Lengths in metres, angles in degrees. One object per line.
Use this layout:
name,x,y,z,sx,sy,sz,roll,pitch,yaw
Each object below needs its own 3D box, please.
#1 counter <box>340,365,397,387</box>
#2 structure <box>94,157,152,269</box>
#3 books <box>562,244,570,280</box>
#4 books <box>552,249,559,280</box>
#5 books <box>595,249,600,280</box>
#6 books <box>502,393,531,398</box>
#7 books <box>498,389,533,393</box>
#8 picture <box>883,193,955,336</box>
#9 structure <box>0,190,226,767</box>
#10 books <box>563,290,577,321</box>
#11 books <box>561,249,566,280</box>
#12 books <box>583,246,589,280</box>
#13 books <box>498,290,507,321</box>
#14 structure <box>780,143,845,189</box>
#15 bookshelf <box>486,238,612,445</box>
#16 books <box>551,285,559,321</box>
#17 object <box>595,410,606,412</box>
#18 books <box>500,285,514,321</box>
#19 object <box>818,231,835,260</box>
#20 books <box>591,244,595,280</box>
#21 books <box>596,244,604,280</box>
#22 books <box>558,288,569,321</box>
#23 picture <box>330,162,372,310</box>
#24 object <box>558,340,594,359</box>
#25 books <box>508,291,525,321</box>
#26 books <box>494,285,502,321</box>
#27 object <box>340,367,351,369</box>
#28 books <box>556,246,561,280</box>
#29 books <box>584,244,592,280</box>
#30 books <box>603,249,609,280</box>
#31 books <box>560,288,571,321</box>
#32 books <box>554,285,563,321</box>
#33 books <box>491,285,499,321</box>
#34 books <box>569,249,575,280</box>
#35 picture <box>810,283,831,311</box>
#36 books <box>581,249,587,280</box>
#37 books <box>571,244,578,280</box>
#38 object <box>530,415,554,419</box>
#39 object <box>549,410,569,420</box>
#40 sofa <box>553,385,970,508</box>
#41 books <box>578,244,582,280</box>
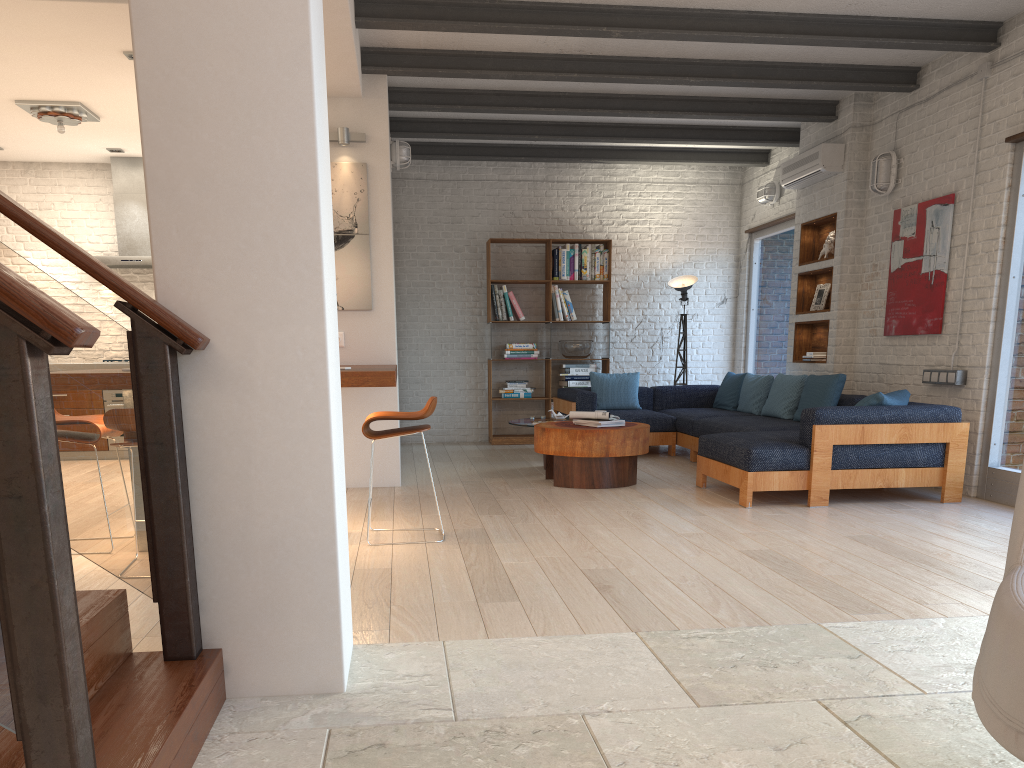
counter,-1.535,0.373,5.297,1.685,0.943,2.439,-1,3,-7
structure,-3.611,-1.628,8.322,0.985,1.021,0.443,-1,10,-7
books,0.588,-1.319,9.529,0.036,0.394,0.237,-2,9,-7
books,0.463,-1.290,9.534,0.055,0.339,0.247,-2,9,-7
books,0.915,-1.295,9.574,0.055,0.339,0.247,-2,9,-7
books,0.055,0.124,9.765,0.326,0.057,0.249,0,3,3
books,0.033,0.077,9.761,0.379,0.037,0.239,-1,2,-7
picture,3.032,-0.856,6.530,0.019,0.986,0.723,-2,9,-7
structure,-1.367,-1.183,2.675,10.148,4.247,13.540,-1,3,-7
books,0.616,-0.859,9.629,0.158,0.338,0.247,-2,9,-7
books,0.542,-1.290,9.526,0.055,0.339,0.247,-2,9,-7
books,0.802,-1.308,9.562,0.021,0.369,0.264,-2,9,-7
books,-0.116,-0.856,9.571,0.102,0.343,0.247,-2,9,-7
structure,2.605,-1.889,7.611,0.200,0.224,0.796,-1,3,-7
bookshelf,0.401,-0.441,9.677,1.317,2.265,0.353,-1,12,-7
books,0.454,-0.884,9.623,0.101,0.394,0.237,-2,9,-7
object,0.744,0.280,7.329,0.108,0.111,0.105,1,7,9
books,-0.057,-0.879,9.542,0.121,0.392,0.237,-2,9,-7
object,2.806,-1.224,7.725,0.112,0.249,0.210,0,8,1
books,0.868,-1.322,9.568,0.036,0.394,0.237,-2,9,-7
books,0.961,-1.323,9.579,0.036,0.394,0.237,-2,9,-7
books,0.546,-0.868,9.624,0.124,0.358,0.264,-2,9,-7
picture,-1.350,-1.050,6.241,0.655,1.044,0.019,-1,12,-7
object,0.718,-0.383,9.762,0.400,0.207,0.394,3,5,34
books,0.032,-0.850,9.583,0.195,0.327,0.247,-2,8,-7
books,-0.165,-0.881,9.541,0.091,0.395,0.237,-2,9,-7
object,-1.047,-0.091,4.535,0.395,0.036,0.193,0,2,-3
books,0.502,-1.305,9.535,0.021,0.369,0.264,-2,9,-7
books,0.829,-1.322,9.576,0.036,0.394,0.237,-2,9,-7
books,1.008,-1.296,9.607,0.055,0.339,0.247,-2,9,-7
books,0.566,-0.868,9.636,0.124,0.358,0.264,-2,9,-7
books,0.494,-0.883,9.604,0.103,0.394,0.237,-2,9,-7
books,-0.201,-0.879,9.529,0.091,0.395,0.237,-2,9,-7
books,0.633,-1.292,9.555,0.055,0.339,0.247,-2,9,-7
picture,2.811,-0.785,7.915,0.102,0.251,0.188,-3,9,-16
books,0.766,-1.293,9.546,0.055,0.339,0.247,-2,9,-7
books,0.682,-1.320,9.535,0.036,0.394,0.237,-2,9,-7
object,0.292,0.300,7.995,0.300,0.028,0.067,-2,4,-29
object,0.435,0.272,7.833,0.186,0.093,0.190,1,4,18
sofa,1.721,0.403,7.539,2.078,0.677,3.860,-1,2,-7
books,0.718,-1.320,9.550,0.036,0.394,0.237,-2,9,-7
